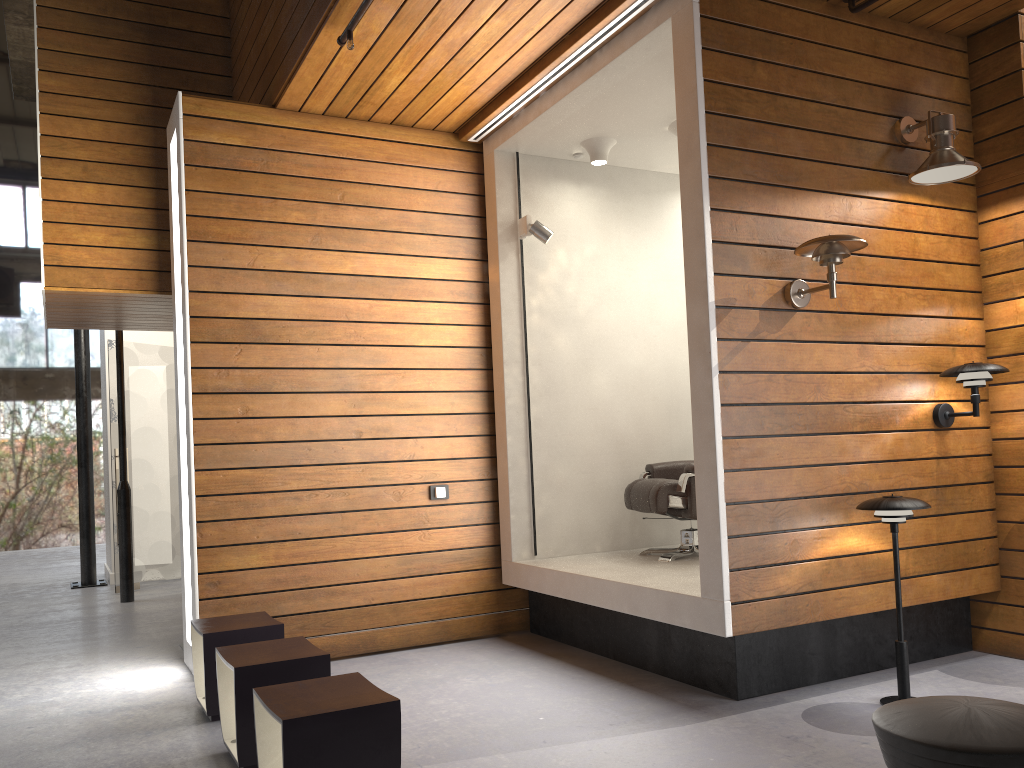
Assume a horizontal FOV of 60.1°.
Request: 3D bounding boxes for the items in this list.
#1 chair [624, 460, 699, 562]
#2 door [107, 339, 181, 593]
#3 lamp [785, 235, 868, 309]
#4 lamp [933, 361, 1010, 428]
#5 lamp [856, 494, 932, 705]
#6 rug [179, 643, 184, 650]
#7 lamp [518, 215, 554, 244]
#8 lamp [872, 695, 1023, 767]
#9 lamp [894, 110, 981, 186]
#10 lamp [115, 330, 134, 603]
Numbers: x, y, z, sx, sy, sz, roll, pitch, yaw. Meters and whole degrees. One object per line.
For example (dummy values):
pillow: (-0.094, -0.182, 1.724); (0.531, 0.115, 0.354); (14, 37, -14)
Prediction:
chair: (1.123, 0.460, 5.194); (0.824, 1.069, 0.757); (-2, -3, -12)
door: (-3.350, 0.776, 8.604); (0.146, 2.300, 1.287); (-3, -3, 25)
lamp: (1.294, -0.474, 3.655); (0.288, 0.270, 0.352); (-1, -4, -27)
lamp: (2.102, 0.045, 4.055); (0.288, 0.296, 0.327); (-1, -4, -27)
lamp: (1.590, 0.883, 3.645); (0.287, 0.861, 0.288); (-1, -3, -42)
rug: (-1.277, 1.607, 5.703); (1.577, 0.014, 0.542); (0, -5, -27)
lamp: (0.127, -0.908, 5.224); (0.249, 0.188, 0.129); (-5, -4, 32)
lamp: (0.683, 0.812, 1.277); (0.348, 0.695, 0.349); (-2, -3, -21)
lamp: (1.929, -1.102, 4.020); (0.294, 0.330, 0.347); (-1, -4, -25)
lamp: (-3.333, 0.458, 7.577); (0.630, 2.942, 0.630); (-3, -2, 14)
